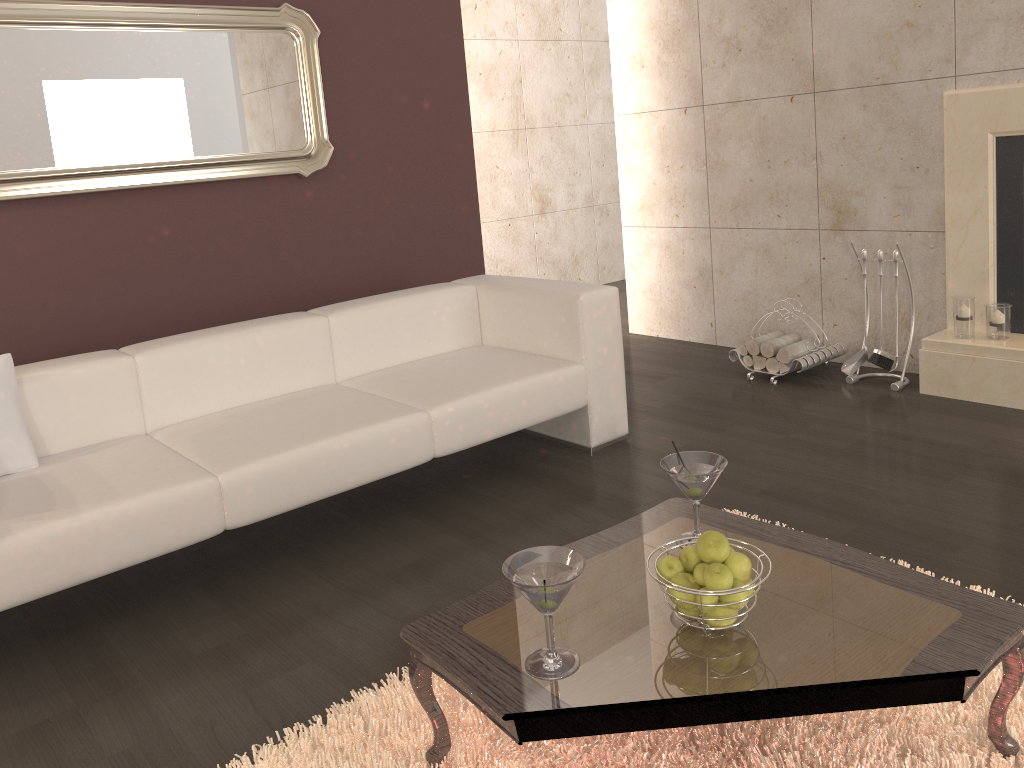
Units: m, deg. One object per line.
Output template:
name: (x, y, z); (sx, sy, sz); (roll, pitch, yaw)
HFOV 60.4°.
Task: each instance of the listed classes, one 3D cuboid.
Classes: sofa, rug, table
sofa: (-0.858, 0.145, 3.184); (2.821, 0.638, 0.951); (-17, 17, -38)
rug: (0.397, 0.752, 1.727); (2.025, 0.066, 1.522); (-17, 19, -37)
table: (0.386, 0.604, 1.727); (0.927, 0.297, 0.912); (-17, 18, -39)

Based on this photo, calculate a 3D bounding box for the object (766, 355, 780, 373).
object: (1.388, -0.122, 4.443); (0.255, 0.075, 0.080); (-16, 16, -38)

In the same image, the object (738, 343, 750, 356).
object: (1.271, -0.202, 4.569); (0.255, 0.056, 0.057); (-17, 16, -38)

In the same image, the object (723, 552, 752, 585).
object: (0.424, 0.349, 1.662); (0.057, 0.060, 0.064); (-1, 13, 20)

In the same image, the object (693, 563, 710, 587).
object: (0.363, 0.359, 1.648); (0.045, 0.043, 0.046); (0, 13, 22)

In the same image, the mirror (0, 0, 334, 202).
mirror: (-1.591, -1.226, 3.754); (1.808, 0.808, 0.047); (-16, 14, -38)

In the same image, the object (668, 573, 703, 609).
object: (0.326, 0.388, 1.651); (0.065, 0.064, 0.067); (-1, 12, 18)

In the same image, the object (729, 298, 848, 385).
object: (1.405, -0.245, 4.495); (0.509, 0.373, 0.434); (-15, 16, -38)

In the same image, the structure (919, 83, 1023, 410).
structure: (2.498, -0.561, 3.488); (0.596, 1.314, 1.538); (-13, 14, -38)

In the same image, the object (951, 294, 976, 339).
object: (1.999, -0.297, 3.894); (0.098, 0.180, 0.100); (-4, 10, 4)

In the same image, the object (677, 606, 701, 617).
object: (0.345, 0.421, 1.699); (0.055, 0.054, 0.055); (-11, 13, -27)

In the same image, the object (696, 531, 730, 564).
object: (0.381, 0.310, 1.668); (0.063, 0.063, 0.063); (-14, 15, -38)

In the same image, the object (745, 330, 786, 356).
object: (1.308, -0.213, 4.519); (0.255, 0.081, 0.082); (-16, 16, -38)

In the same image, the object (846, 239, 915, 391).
object: (1.741, -0.344, 4.154); (0.219, 0.685, 0.265); (-12, 12, -38)

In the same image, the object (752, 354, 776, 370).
object: (1.350, -0.137, 4.512); (0.280, 0.072, 0.083); (-17, 17, -38)

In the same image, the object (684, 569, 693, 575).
object: (0.363, 0.367, 1.736); (0.061, 0.061, 0.062); (-2, 12, 16)

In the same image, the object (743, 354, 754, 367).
object: (1.295, -0.147, 4.554); (0.255, 0.056, 0.057); (-17, 16, -38)

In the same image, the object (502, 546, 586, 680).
object: (0.064, 0.405, 1.592); (0.152, 0.212, 0.154); (5, 15, 43)

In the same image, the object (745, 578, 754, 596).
object: (0.438, 0.389, 1.687); (0.052, 0.047, 0.052); (7, 17, 45)

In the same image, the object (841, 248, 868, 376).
object: (1.648, -0.346, 4.211); (0.125, 0.592, 0.118); (-5, 9, 1)

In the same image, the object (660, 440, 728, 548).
object: (0.421, 0.259, 2.020); (0.151, 0.212, 0.154); (0, 12, 26)

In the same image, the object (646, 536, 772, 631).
object: (0.378, 0.398, 1.682); (0.233, 0.116, 0.239); (-4, 14, 6)

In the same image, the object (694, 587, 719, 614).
object: (0.357, 0.396, 1.616); (0.044, 0.045, 0.046); (6, 16, 42)

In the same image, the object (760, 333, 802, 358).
object: (1.364, -0.196, 4.454); (0.255, 0.075, 0.080); (-16, 16, -38)

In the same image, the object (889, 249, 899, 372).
object: (1.766, -0.337, 4.069); (0.027, 0.554, 0.108); (3, 12, 43)

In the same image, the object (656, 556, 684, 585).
object: (0.304, 0.359, 1.693); (0.054, 0.054, 0.055); (-2, 12, 14)

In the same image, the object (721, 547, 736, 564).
object: (0.414, 0.348, 1.725); (0.061, 0.054, 0.063); (7, 17, 43)

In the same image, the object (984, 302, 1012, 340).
object: (2.114, -0.272, 3.829); (0.109, 0.145, 0.109); (-12, 13, -34)

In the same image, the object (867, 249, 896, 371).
object: (1.738, -0.344, 4.148); (0.137, 0.577, 0.071); (-7, 9, -15)

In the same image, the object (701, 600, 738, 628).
object: (0.389, 0.424, 1.653); (0.069, 0.062, 0.069); (-4, 12, 6)

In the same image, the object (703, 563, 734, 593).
object: (0.376, 0.355, 1.604); (0.054, 0.050, 0.054); (-14, 15, -37)

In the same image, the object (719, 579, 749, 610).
object: (0.407, 0.387, 1.620); (0.054, 0.050, 0.054); (-13, 14, -34)

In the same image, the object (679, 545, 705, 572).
object: (0.350, 0.337, 1.704); (0.046, 0.048, 0.050); (-10, 13, -23)

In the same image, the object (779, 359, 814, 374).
object: (1.427, -0.103, 4.390); (0.247, 0.058, 0.061); (-17, 16, -38)

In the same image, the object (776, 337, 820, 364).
object: (1.428, -0.168, 4.390); (0.266, 0.077, 0.081); (-17, 16, -38)

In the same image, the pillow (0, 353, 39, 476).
pillow: (-1.685, 0.127, 2.676); (0.382, 0.355, 0.170); (-15, 14, -40)
